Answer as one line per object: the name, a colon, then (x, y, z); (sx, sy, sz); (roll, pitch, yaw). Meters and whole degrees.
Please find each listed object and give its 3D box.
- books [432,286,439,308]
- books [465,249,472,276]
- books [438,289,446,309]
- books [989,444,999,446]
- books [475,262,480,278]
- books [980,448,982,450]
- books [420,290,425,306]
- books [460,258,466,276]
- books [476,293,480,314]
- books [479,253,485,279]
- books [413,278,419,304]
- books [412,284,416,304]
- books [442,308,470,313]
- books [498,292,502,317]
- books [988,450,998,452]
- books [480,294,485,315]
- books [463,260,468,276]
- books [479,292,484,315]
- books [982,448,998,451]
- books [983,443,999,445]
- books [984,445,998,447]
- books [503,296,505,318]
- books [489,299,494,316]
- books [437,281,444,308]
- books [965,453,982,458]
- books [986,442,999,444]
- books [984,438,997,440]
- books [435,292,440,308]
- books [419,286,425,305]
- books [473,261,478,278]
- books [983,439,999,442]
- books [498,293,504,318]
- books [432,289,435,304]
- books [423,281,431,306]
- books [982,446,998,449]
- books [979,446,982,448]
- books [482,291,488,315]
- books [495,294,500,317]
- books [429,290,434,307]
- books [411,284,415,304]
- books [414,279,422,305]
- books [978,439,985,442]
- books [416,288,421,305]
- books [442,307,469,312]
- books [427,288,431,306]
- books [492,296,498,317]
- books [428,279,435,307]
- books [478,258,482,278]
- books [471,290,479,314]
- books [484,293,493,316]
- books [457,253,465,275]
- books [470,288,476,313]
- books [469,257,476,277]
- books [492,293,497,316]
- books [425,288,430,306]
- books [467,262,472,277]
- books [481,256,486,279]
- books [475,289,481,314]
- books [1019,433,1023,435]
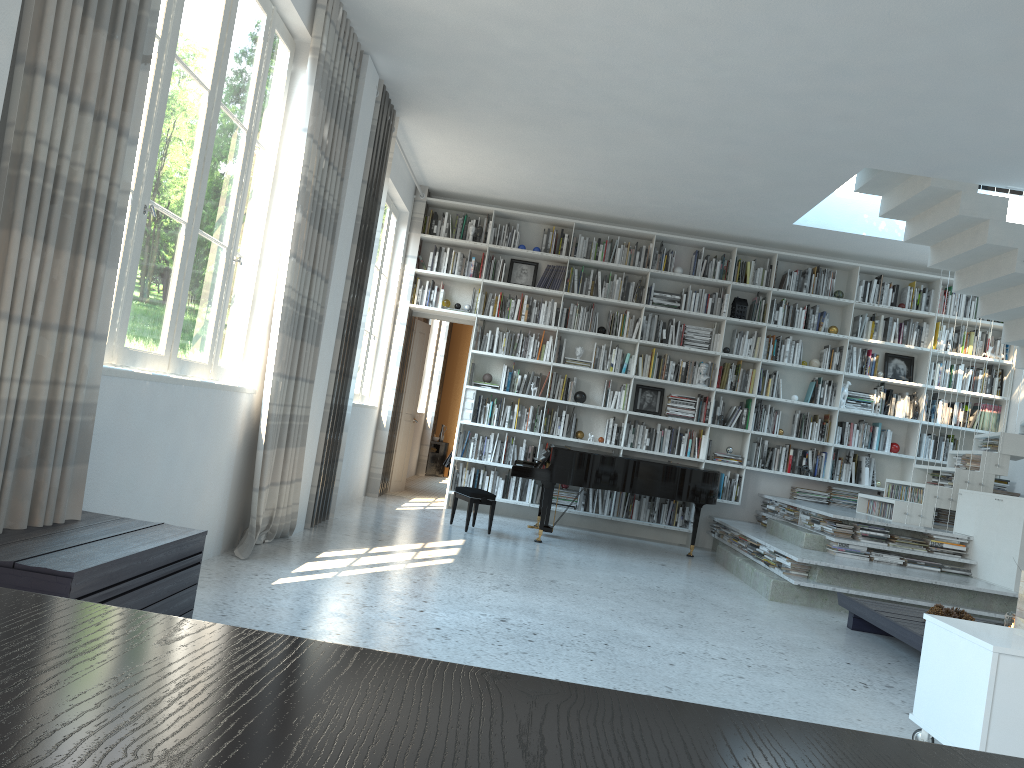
books: (-0.799, -0.896, 9.287); (0.021, 0.237, 0.189); (9, -2, 2)
books: (-0.457, -1.246, 9.308); (0.012, 0.303, 0.189); (9, -2, 2)
books: (-0.735, -0.873, 9.292); (0.029, 0.211, 0.187); (9, -2, 2)
books: (4.305, 0.552, 7.824); (0.154, 0.014, 0.197); (8, -3, 15)
books: (-0.359, -1.171, 9.311); (0.026, 0.188, 0.154); (9, -2, 2)
books: (4.389, 0.604, 8.104); (0.166, 0.018, 0.264); (8, -3, 21)
books: (-0.930, -0.889, 9.332); (0.029, 0.185, 0.135); (9, -2, 2)
books: (-0.511, -1.207, 9.324); (0.028, 0.212, 0.138); (9, -2, 2)
books: (-0.348, -0.819, 9.265); (0.021, 0.224, 0.232); (9, -2, 2)
books: (-0.317, -1.218, 9.314); (0.014, 0.294, 0.173); (9, -2, 2)
books: (-1.003, -0.960, 9.334); (0.013, 0.302, 0.135); (9, -2, 2)
books: (-1.022, -0.923, 9.310); (0.013, 0.222, 0.162); (9, -2, 2)
books: (-0.586, -0.760, 9.304); (0.285, 0.012, 0.159); (9, -3, -1)
books: (-0.128, -0.811, 9.292); (0.020, 0.281, 0.164); (9, -2, 2)
books: (4.307, 0.603, 7.820); (0.130, 0.014, 0.249); (8, -3, 15)
books: (-0.305, -0.814, 9.298); (0.022, 0.232, 0.151); (9, -2, 2)
books: (-0.484, -1.195, 9.332); (0.029, 0.197, 0.144); (9, -2, 2)
books: (-0.320, -0.827, 9.308); (0.012, 0.254, 0.161); (9, -2, 2)
books: (4.281, 0.585, 7.826); (0.182, 0.013, 0.287); (8, -3, 16)
books: (4.296, 0.540, 7.826); (0.176, 0.007, 0.254); (9, -3, 10)
books: (4.292, 0.561, 7.826); (0.186, 0.009, 0.261); (9, -3, 12)
books: (-0.087, -0.788, 9.297); (0.047, 0.249, 0.134); (9, -2, 2)
books: (-0.212, -0.781, 9.279); (0.026, 0.195, 0.175); (9, -2, 2)
books: (-0.749, -0.918, 9.307); (0.013, 0.298, 0.179); (9, -2, 2)
books: (4.040, 0.631, 7.623); (0.233, 0.025, 0.157); (7, -3, 39)
books: (4.311, 0.533, 7.824); (0.144, 0.011, 0.257); (9, -3, 9)
books: (4.408, 0.517, 8.106); (0.165, 0.014, 0.236); (8, -3, 19)
books: (-0.777, -0.868, 9.326); (0.029, 0.191, 0.134); (9, -2, 2)
books: (-0.947, -0.910, 9.308); (0.010, 0.220, 0.181); (9, -2, 2)
books: (-0.385, -1.179, 9.327); (0.029, 0.195, 0.146); (9, -2, 2)
books: (4.296, 0.510, 7.828); (0.191, 0.013, 0.243); (9, -3, 13)
books: (-0.114, -0.807, 9.281); (0.011, 0.277, 0.164); (9, -2, 2)
books: (-0.815, -0.896, 9.312); (0.010, 0.234, 0.165); (9, -2, 2)
books: (-0.898, -0.933, 9.316); (0.022, 0.281, 0.156); (9, -2, 2)
books: (4.282, 0.571, 7.827); (0.190, 0.014, 0.244); (8, -3, 15)
books: (4.391, 0.588, 8.105); (0.184, 0.006, 0.262); (8, -3, 17)
books: (-0.286, -0.827, 9.290); (0.012, 0.263, 0.180); (9, -2, 2)
books: (-0.147, -0.800, 9.288); (0.014, 0.252, 0.187); (9, -2, 2)
books: (-0.835, -0.879, 9.305); (0.024, 0.193, 0.181); (9, -2, 2)
books: (-1.035, -0.928, 9.310); (0.013, 0.228, 0.179); (9, -2, 2)
books: (-0.987, -0.948, 9.310); (0.023, 0.281, 0.170); (9, -2, 2)
books: (4.396, 0.530, 8.108); (0.190, 0.015, 0.230); (8, -3, 16)
books: (-0.968, -0.902, 9.316); (0.029, 0.197, 0.160); (9, -2, 2)
books: (-0.584, -0.771, 9.307); (0.285, 0.012, 0.159); (9, -3, 4)
books: (-0.864, -0.890, 9.310); (0.011, 0.206, 0.163); (9, -2, 2)
books: (-0.171, -0.792, 9.290); (0.030, 0.230, 0.172); (9, -2, 2)
books: (-0.845, -0.934, 9.293); (0.013, 0.297, 0.187); (9, -2, 2)
books: (-0.335, -1.191, 9.326); (0.014, 0.235, 0.144); (9, -2, 2)
books: (-0.385, -0.845, 9.319); (0.044, 0.269, 0.134); (9, -2, 2)
books: (-0.250, -0.818, 9.305); (0.062, 0.258, 0.153); (9, -2, 2)
books: (-0.538, -1.232, 9.307); (0.030, 0.251, 0.166); (9, -2, 2)
books: (-0.412, -0.858, 9.299); (0.012, 0.285, 0.159); (9, -2, 2)
books: (-0.411, -1.201, 9.299); (0.029, 0.229, 0.191); (9, -2, 2)
books: (-0.188, -0.811, 9.296); (0.010, 0.262, 0.151); (9, -2, 2)
books: (-0.880, -0.895, 9.331); (0.023, 0.214, 0.140); (9, -2, 2)
books: (-0.445, -1.182, 9.321); (0.031, 0.182, 0.151); (9, -2, 2)
books: (-0.294, -1.201, 9.329); (0.037, 0.268, 0.113); (9, -2, 2)
books: (-0.357, -0.850, 9.303); (0.010, 0.286, 0.137); (9, -2, 2)
books: (4.787, 0.469, 8.108); (0.184, 0.006, 0.262); (9, -3, 8)
